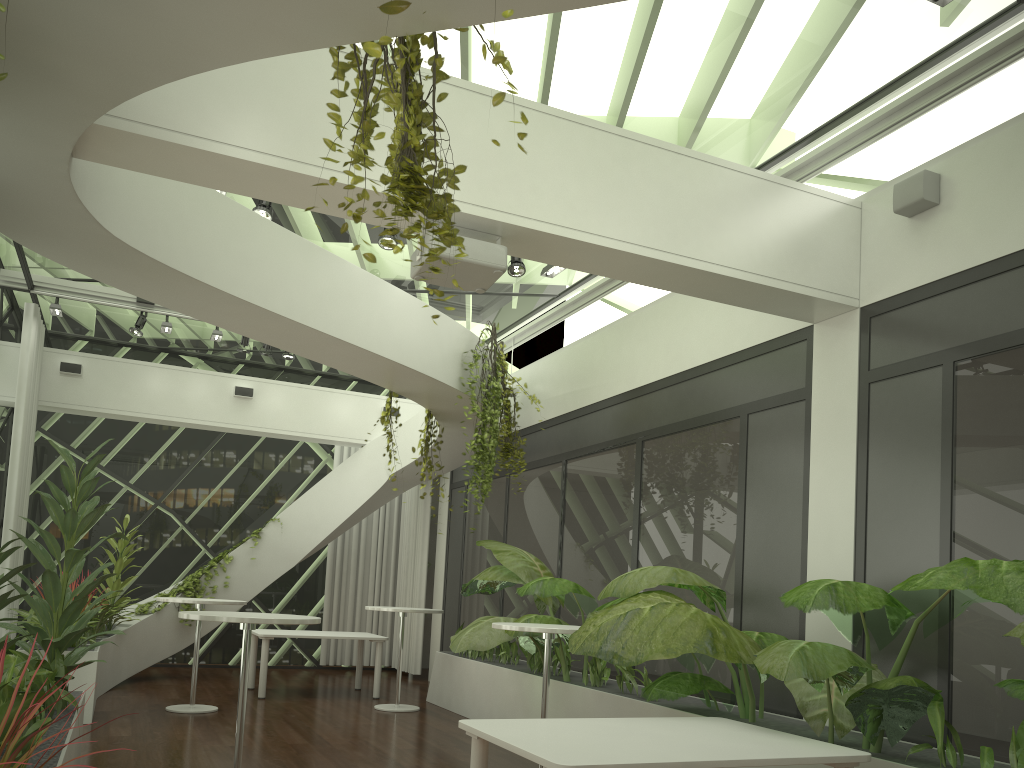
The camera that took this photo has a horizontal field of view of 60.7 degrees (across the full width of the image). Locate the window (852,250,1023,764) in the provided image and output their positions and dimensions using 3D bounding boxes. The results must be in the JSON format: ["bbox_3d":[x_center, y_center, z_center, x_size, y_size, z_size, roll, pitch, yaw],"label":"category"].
[{"bbox_3d":[3.607,0.418,2.251,0.050,3.185,7.206,5,-12,-23],"label":"window"}]

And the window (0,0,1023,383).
[{"bbox_3d":[-0.789,-1.988,5.639,5.728,0.054,16.988,9,-15,-22],"label":"window"}]

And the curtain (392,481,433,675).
[{"bbox_3d":[-1.456,2.267,13.173,0.161,4.030,1.008,5,-5,-24],"label":"curtain"}]

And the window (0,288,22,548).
[{"bbox_3d":[-3.487,-0.148,4.314,0.084,4.557,17.021,5,-13,-23],"label":"window"}]

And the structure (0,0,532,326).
[{"bbox_3d":[-0.476,-1.064,2.577,4.634,2.282,1.471,-4,-9,29],"label":"structure"}]

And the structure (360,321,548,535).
[{"bbox_3d":[-0.577,0.421,8.485,1.438,2.041,1.665,-1,-9,31],"label":"structure"}]

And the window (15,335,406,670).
[{"bbox_3d":[-4.285,1.916,13.060,5.778,4.575,0.038,8,-6,-24],"label":"window"}]

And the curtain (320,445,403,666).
[{"bbox_3d":[-2.261,2.349,13.692,1.238,4.030,0.161,5,-5,-25],"label":"curtain"}]

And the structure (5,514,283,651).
[{"bbox_3d":[-4.397,2.061,9.696,2.031,1.640,4.884,2,-13,8],"label":"structure"}]

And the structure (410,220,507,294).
[{"bbox_3d":[-0.291,-0.692,4.707,0.465,0.272,0.393,8,-12,-23],"label":"structure"}]

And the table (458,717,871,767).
[{"bbox_3d":[0.618,1.909,3.834,1.511,0.707,1.084,8,-12,-23],"label":"table"}]

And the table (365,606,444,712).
[{"bbox_3d":[-1.208,3.002,9.573,0.855,1.080,0.874,1,-8,11],"label":"table"}]

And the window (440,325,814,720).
[{"bbox_3d":[0.535,1.903,9.109,0.050,3.185,7.297,5,-12,-23],"label":"window"}]

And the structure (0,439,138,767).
[{"bbox_3d":[-1.912,0.776,3.387,0.859,1.571,3.379,6,-12,-24],"label":"structure"}]

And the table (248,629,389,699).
[{"bbox_3d":[-2.361,3.348,10.484,1.511,0.707,1.084,8,-12,-23],"label":"table"}]

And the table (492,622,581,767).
[{"bbox_3d":[0.255,2.295,6.308,0.855,1.080,0.874,1,-8,11],"label":"table"}]

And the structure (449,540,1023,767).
[{"bbox_3d":[0.765,1.829,5.923,1.794,1.685,9.042,7,-14,-23],"label":"structure"}]

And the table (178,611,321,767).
[{"bbox_3d":[-1.666,1.989,5.456,0.855,1.080,0.874,1,-8,11],"label":"table"}]

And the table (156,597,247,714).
[{"bbox_3d":[-3.129,2.696,8.721,0.855,1.080,0.874,1,-8,11],"label":"table"}]

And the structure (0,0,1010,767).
[{"bbox_3d":[0.891,-0.035,1.124,5.945,4.146,24.807,6,-14,-17],"label":"structure"}]
